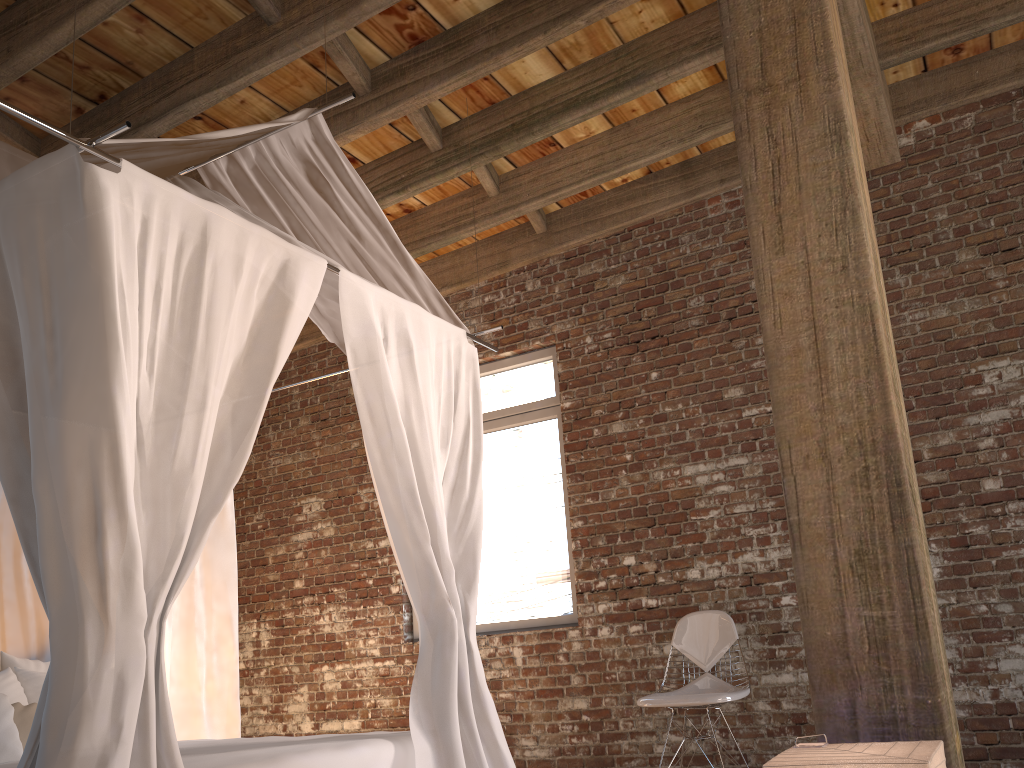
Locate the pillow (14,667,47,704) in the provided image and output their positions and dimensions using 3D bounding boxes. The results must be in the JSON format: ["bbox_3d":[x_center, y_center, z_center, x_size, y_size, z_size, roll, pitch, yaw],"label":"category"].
[{"bbox_3d":[-1.946,1.511,4.103,0.292,0.424,0.642,-12,-17,28],"label":"pillow"}]

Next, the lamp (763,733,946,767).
[{"bbox_3d":[1.211,1.016,1.572,1.382,0.766,0.367,-10,-15,19],"label":"lamp"}]

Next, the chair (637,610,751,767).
[{"bbox_3d":[0.944,1.601,4.476,0.536,0.880,0.586,-12,-16,27],"label":"chair"}]

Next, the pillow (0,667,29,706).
[{"bbox_3d":[-2.242,1.344,3.593,0.348,0.395,0.624,-11,-17,25],"label":"pillow"}]

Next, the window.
[{"bbox_3d":[-0.181,0.736,5.827,1.312,1.814,0.175,-12,-14,27],"label":"window"}]

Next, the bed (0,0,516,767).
[{"bbox_3d":[-1.601,-0.010,3.482,2.663,3.809,2.550,-12,-16,27],"label":"bed"}]

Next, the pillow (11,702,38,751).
[{"bbox_3d":[-2.037,1.435,3.651,0.162,0.229,0.295,-11,-17,26],"label":"pillow"}]

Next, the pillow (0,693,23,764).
[{"bbox_3d":[-2.131,1.351,3.431,0.214,0.285,0.394,-15,-18,36],"label":"pillow"}]

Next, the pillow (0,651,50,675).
[{"bbox_3d":[-2.119,1.509,4.198,0.207,0.489,0.645,-11,-17,28],"label":"pillow"}]
